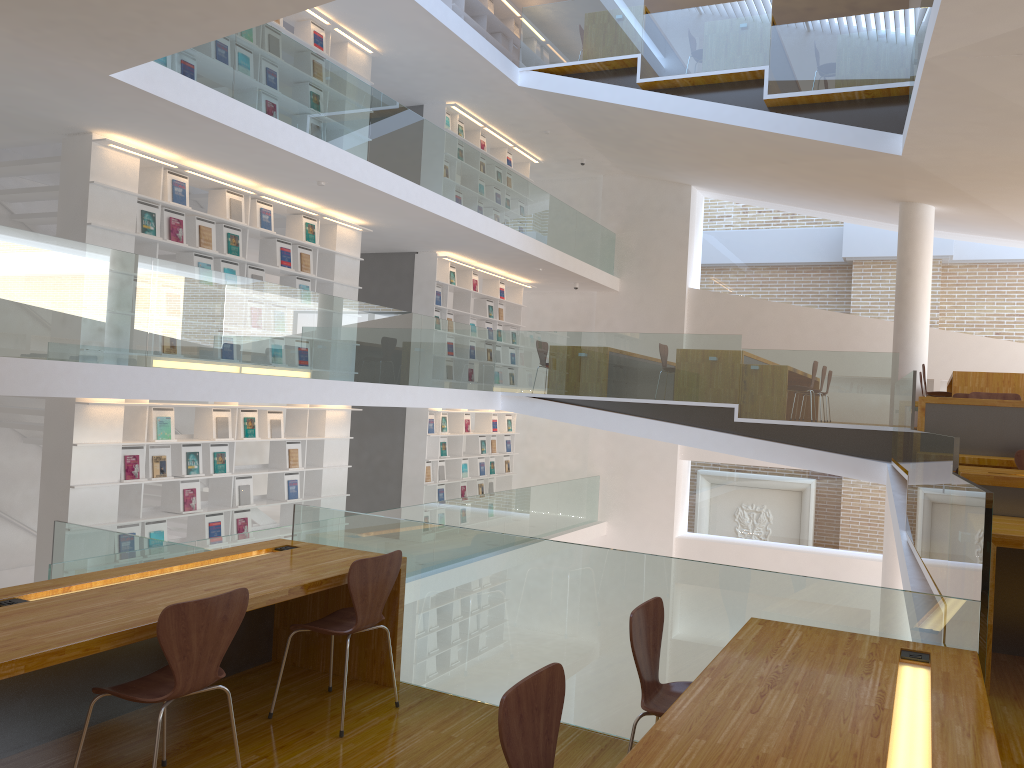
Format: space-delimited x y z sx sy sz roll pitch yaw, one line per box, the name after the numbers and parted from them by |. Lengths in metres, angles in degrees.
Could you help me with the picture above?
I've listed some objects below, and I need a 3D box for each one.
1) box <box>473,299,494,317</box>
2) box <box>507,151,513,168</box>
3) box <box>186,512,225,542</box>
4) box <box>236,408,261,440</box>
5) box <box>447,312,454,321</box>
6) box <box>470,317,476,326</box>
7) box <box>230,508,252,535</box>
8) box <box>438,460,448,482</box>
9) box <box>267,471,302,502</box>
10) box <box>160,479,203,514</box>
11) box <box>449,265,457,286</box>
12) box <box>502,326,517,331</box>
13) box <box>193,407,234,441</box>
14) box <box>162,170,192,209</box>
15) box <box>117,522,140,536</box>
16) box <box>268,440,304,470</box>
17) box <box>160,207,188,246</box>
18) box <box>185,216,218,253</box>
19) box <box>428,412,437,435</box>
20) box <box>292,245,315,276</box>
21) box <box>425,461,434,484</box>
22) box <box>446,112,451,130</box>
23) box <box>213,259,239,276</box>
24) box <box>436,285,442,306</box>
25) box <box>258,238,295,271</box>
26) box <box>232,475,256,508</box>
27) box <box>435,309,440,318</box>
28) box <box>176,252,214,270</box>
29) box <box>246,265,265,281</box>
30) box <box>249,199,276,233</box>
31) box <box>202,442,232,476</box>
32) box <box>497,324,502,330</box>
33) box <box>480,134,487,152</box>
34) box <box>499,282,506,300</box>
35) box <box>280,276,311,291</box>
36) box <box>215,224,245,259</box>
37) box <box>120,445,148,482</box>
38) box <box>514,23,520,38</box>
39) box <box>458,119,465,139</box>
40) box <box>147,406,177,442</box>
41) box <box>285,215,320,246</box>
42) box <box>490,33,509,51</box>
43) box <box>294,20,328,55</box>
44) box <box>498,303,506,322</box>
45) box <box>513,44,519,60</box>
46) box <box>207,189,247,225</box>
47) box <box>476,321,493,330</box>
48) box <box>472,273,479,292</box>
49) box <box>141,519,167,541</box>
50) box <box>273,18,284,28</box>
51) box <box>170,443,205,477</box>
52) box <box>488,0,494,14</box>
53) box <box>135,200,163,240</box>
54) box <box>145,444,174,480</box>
-0.412 -1.135 13.544 0.274 0.296 0.245 3 -1 25 | box
-0.128 -3.492 13.912 0.274 0.296 0.245 3 -1 25 | box
-2.883 1.362 8.400 0.274 0.296 0.245 3 -1 25 | box
-2.665 0.392 8.765 0.274 0.296 0.245 3 -1 25 | box
-0.955 -0.856 12.419 0.274 0.296 0.245 3 -1 25 | box
-0.658 -0.829 13.051 0.274 0.296 0.245 3 -1 25 | box
-2.724 1.376 8.739 0.274 0.296 0.245 3 -1 25 | box
-1.068 1.201 12.383 0.274 0.296 0.245 3 -1 25 | box
-2.401 1.076 9.395 0.274 0.296 0.245 3 -1 25 | box
-3.007 1.013 8.103 0.274 0.296 0.245 3 -1 25 | box
-0.919 -1.511 12.429 0.274 0.296 0.245 3 -1 25 | box
-0.054 -0.774 14.341 0.274 0.296 0.245 3 -1 25 | box
-2.824 0.378 8.428 0.274 0.296 0.245 3 -1 25 | box
-3.011 -1.708 7.821 0.274 0.296 0.245 3 -1 25 | box
-3.307 1.323 7.496 0.274 0.296 0.245 3 -1 25 | box
-2.383 0.748 9.399 0.274 0.296 0.245 3 -1 25 | box
-3.041 -1.380 7.821 0.274 0.296 0.245 3 -1 25 | box
-2.877 -1.365 8.140 0.274 0.296 0.245 3 -1 25 | box
-1.191 0.534 12.056 0.274 0.296 0.245 3 -1 25 | box
-2.270 -1.309 9.435 0.274 0.296 0.245 3 -1 25 | box
-1.228 1.187 12.044 0.274 0.296 0.245 3 -1 25 | box
-0.975 -3.570 12.106 0.274 0.296 0.245 3 -1 25 | box
-2.751 -1.024 8.442 0.274 0.296 0.245 3 -1 25 | box
-1.099 -1.199 12.079 0.274 0.296 0.245 3 -1 25 | box
-2.414 -1.325 9.128 0.274 0.296 0.245 3 -1 25 | box
-2.708 1.048 8.740 0.274 0.296 0.245 3 -1 25 | box
-1.114 -0.871 12.080 0.274 0.296 0.245 3 -1 25 | box
-2.895 -1.037 8.135 0.274 0.296 0.245 3 -1 25 | box
-2.594 -1.009 8.776 0.274 0.296 0.245 3 -1 25 | box
-2.533 -1.664 8.842 0.274 0.296 0.245 3 -1 25 | box
-2.845 0.706 8.416 0.274 0.296 0.245 3 -1 25 | box
-0.281 -0.794 13.856 0.274 0.296 0.245 3 -1 25 | box
-0.516 -3.530 13.078 0.274 0.296 0.245 3 -1 25 | box
-0.240 -1.449 13.877 0.274 0.296 0.245 3 -1 25 | box
-2.287 -0.981 9.431 0.274 0.296 0.245 3 -1 25 | box
-2.731 -1.352 8.452 0.274 0.296 0.245 3 -1 25 | box
-3.272 0.665 7.505 0.274 0.296 0.245 3 -1 25 | box
-0.016 -5.504 13.948 0.274 0.296 0.245 3 -1 25 | box
-0.806 -3.555 12.465 0.274 0.296 0.245 3 -1 25 | box
-3.125 0.349 7.785 0.274 0.296 0.245 3 -1 25 | box
-2.231 -1.636 9.485 0.274 0.296 0.245 3 -1 25 | box
-0.188 -5.190 13.615 0.274 0.296 0.245 3 -1 25 | box
-2.142 -3.681 9.470 0.274 0.296 0.245 3 -1 25 | box
-0.258 -1.122 13.871 0.274 0.296 0.245 3 -1 25 | box
-0.034 -5.177 13.942 0.274 0.296 0.245 3 -1 25 | box
-2.710 -1.680 8.464 0.274 0.296 0.245 3 -1 25 | box
-0.430 -0.808 13.538 0.274 0.296 0.245 3 -1 25 | box
-0.629 -1.486 13.042 0.274 0.296 0.245 3 -1 25 | box
-3.181 1.334 7.764 0.274 0.296 0.245 3 -1 25 | box
-2.439 -3.709 8.837 0.274 0.296 0.245 3 -1 25 | box
-2.991 0.685 8.103 0.274 0.296 0.245 3 -1 25 | box
-0.405 -5.541 13.113 0.274 0.296 0.245 3 -1 25 | box
-3.158 -1.392 7.540 0.274 0.296 0.245 3 -1 25 | box
-3.154 0.678 7.785 0.274 0.296 0.245 3 -1 25 | box
